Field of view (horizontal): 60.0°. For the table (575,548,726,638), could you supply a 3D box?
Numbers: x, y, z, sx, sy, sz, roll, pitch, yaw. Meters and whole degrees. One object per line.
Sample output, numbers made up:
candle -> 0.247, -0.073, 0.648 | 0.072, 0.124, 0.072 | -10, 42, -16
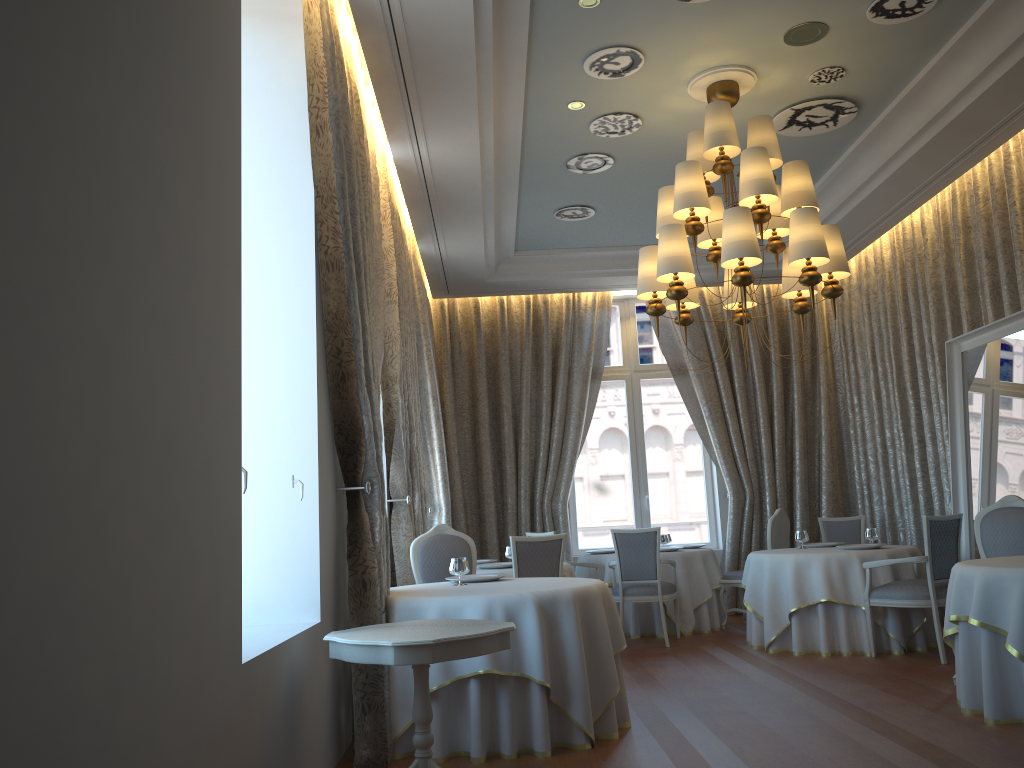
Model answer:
table -> 1.519, 2.294, 9.803 | 1.667, 0.890, 1.663 | -6, -9, 17

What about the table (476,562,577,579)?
table -> -0.173, 2.087, 7.972 | 1.667, 0.890, 1.663 | -2, -9, -8

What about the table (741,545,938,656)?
table -> 2.945, 1.942, 8.035 | 1.663, 0.890, 1.667 | -5, -9, 12

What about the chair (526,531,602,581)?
chair -> 0.553, 2.109, 9.375 | 0.629, 1.108, 0.650 | 4, -11, -36

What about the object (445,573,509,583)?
object -> -0.230, 1.280, 5.841 | 0.419, 0.036, 0.419 | -2, -9, -3

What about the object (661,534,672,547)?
object -> 1.774, 1.810, 10.200 | 0.128, 0.165, 0.128 | -3, -9, -1

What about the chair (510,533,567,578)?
chair -> 0.102, 1.746, 6.952 | 0.650, 1.108, 0.629 | 2, -10, -26

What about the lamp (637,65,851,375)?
lamp -> 1.590, -1.173, 6.334 | 1.373, 2.121, 1.373 | -9, -11, 35

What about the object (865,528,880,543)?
object -> 3.252, 1.387, 8.003 | 0.128, 0.165, 0.128 | -3, -9, -1

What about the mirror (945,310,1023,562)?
mirror -> 3.931, 0.710, 6.632 | 0.385, 2.564, 2.251 | -3, -9, -1

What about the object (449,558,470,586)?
object -> -0.328, 1.172, 5.540 | 0.128, 0.165, 0.128 | 0, -10, -19

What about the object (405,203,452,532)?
object -> -0.899, 0.461, 9.907 | 0.386, 4.901, 2.121 | -3, -9, -1

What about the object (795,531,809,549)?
object -> 2.740, 1.471, 8.374 | 0.128, 0.165, 0.128 | -3, -9, -1

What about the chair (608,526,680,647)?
chair -> 1.273, 1.961, 8.667 | 0.650, 1.108, 0.629 | -5, -9, 13

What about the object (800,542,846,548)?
object -> 2.994, 1.550, 8.542 | 0.419, 0.036, 0.419 | -2, -9, -3

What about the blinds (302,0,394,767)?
blinds -> -0.901, -0.316, 5.324 | 0.315, 4.930, 2.204 | -3, -9, -1

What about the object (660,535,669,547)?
object -> 1.663, 1.748, 9.777 | 0.128, 0.165, 0.128 | -3, -9, -1

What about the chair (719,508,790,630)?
chair -> 2.591, 1.955, 9.404 | 0.690, 1.233, 0.563 | -10, -12, 38

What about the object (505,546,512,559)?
object -> 0.003, 1.536, 7.924 | 0.128, 0.165, 0.128 | -3, -9, -1

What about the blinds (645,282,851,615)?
blinds -> 2.993, 0.403, 11.048 | 2.476, 4.901, 0.386 | -3, -9, -1

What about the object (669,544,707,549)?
object -> 1.971, 1.822, 9.928 | 0.419, 0.036, 0.419 | -2, -9, -3

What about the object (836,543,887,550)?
object -> 3.047, 1.419, 7.734 | 0.419, 0.036, 0.419 | -2, -9, -3

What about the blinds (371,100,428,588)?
blinds -> -0.923, 0.072, 7.752 | 0.335, 4.969, 2.257 | -3, -9, -1

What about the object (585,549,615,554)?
object -> 1.006, 1.836, 9.719 | 0.419, 0.036, 0.419 | -2, -9, -3

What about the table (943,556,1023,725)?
table -> 3.380, 1.440, 5.018 | 1.663, 0.890, 1.667 | -1, -9, -13

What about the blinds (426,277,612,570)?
blinds -> 0.121, 0.534, 10.977 | 2.535, 4.901, 0.386 | -3, -9, -1

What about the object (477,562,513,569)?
object -> -0.124, 1.553, 7.588 | 0.419, 0.036, 0.419 | -2, -9, -3

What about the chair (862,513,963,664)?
chair -> 3.261, 1.615, 7.115 | 0.650, 1.108, 0.629 | 3, -11, -31

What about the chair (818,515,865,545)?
chair -> 3.501, 1.943, 9.250 | 0.650, 1.108, 0.629 | -6, -10, 18

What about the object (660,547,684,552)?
object -> 1.620, 1.763, 9.447 | 0.419, 0.036, 0.419 | -2, -9, -3

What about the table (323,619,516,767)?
table -> -0.378, 1.467, 3.816 | 0.760, 0.801, 0.761 | -10, -11, 37

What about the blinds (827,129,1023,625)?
blinds -> 4.152, -0.002, 8.981 | 0.238, 4.819, 4.439 | -3, -9, -1

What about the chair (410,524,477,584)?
chair -> -0.357, 1.591, 6.196 | 0.563, 1.233, 0.690 | 2, -10, -26

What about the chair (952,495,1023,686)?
chair -> 3.303, 1.370, 5.951 | 0.690, 1.233, 0.563 | 5, -12, -41

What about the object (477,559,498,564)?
object -> -0.344, 1.707, 8.481 | 0.419, 0.036, 0.419 | -2, -9, -3

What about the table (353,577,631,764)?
table -> -0.131, 1.670, 5.366 | 1.663, 0.890, 1.667 | -1, -9, -13

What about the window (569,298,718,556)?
window -> 1.592, 0.498, 11.427 | 1.881, 3.306, 0.196 | -3, -9, -1
